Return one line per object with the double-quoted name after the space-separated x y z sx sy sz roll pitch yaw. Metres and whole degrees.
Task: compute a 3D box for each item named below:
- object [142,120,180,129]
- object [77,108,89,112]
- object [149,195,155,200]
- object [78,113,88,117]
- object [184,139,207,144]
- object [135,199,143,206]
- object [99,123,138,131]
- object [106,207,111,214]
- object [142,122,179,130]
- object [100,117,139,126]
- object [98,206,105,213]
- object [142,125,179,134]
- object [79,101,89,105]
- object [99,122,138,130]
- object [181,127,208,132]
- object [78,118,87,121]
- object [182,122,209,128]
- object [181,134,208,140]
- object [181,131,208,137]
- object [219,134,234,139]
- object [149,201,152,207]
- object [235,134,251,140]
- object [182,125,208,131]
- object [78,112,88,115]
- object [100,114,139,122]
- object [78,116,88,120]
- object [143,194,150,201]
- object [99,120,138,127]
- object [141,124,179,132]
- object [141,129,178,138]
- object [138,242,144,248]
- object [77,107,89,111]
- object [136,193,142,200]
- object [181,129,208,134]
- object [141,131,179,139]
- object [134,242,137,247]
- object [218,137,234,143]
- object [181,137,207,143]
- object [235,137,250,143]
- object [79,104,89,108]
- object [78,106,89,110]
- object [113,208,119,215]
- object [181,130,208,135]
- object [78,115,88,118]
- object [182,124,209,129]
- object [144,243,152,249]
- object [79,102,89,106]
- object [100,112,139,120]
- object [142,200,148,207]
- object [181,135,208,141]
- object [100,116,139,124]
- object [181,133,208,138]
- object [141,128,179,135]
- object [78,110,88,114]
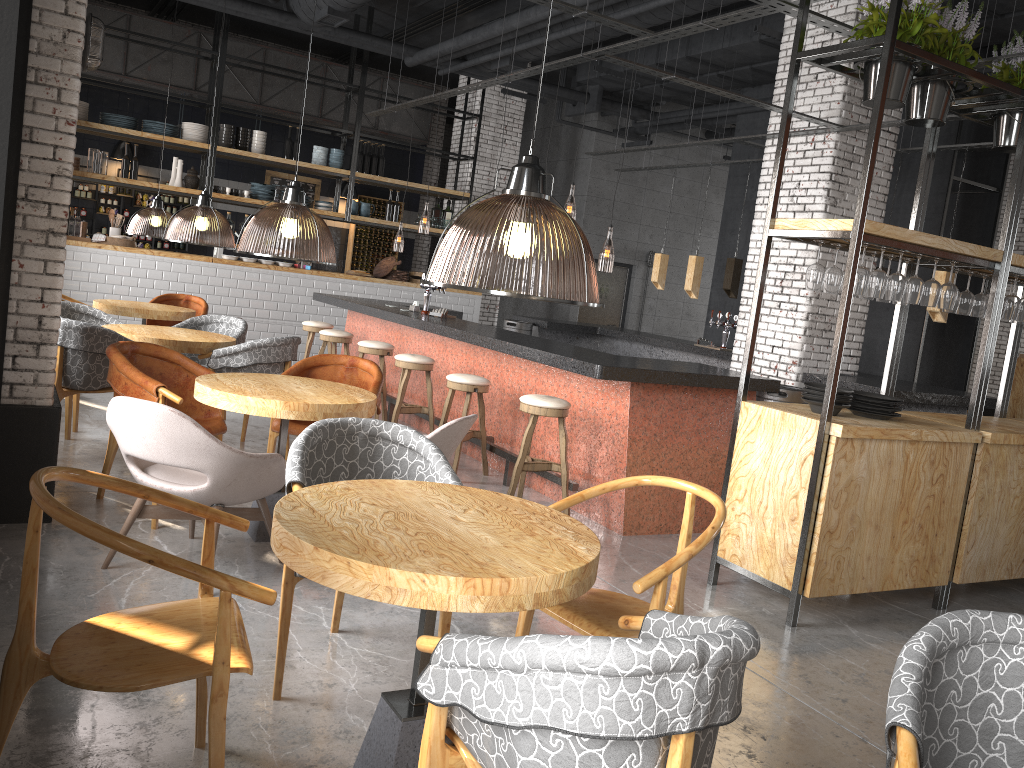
-4.513 -3.326 11.393 0.454 0.039 0.455 6 7 -11 "object"
-5.385 -3.360 10.886 0.334 0.043 0.335 9 7 9 "object"
-5.767 -2.984 14.218 0.092 0.108 0.105 6 6 -19 "object"
-5.393 -3.306 10.892 0.335 0.044 0.335 11 7 26 "object"
-4.170 -3.165 11.619 0.335 0.033 0.335 9 7 8 "object"
-5.946 -2.895 14.130 0.107 0.108 0.089 10 6 20 "object"
-4.953 -3.215 11.160 0.454 0.033 0.455 5 7 -22 "object"
-6.331 -2.732 13.936 0.107 0.108 0.089 10 6 20 "object"
-4.516 -3.304 11.394 0.454 0.050 0.454 12 8 35 "object"
-4.944 -3.285 11.153 0.455 0.038 0.454 12 8 36 "object"
-6.421 -2.740 13.882 0.092 0.112 0.100 2 8 -44 "object"
-4.523 -3.257 11.400 0.454 0.038 0.455 4 7 -29 "object"
-5.371 -3.455 10.877 0.334 0.039 0.335 2 8 -39 "object"
-4.950 -3.239 11.157 0.453 0.043 0.455 4 7 -28 "object"
-4.150 -3.316 11.605 0.335 0.041 0.335 11 7 29 "object"
-5.400 -3.247 10.897 0.335 0.033 0.335 9 7 8 "object"
-4.142 -3.373 11.600 0.335 0.039 0.335 12 8 33 "object"
-4.162 -3.223 11.613 0.335 0.040 0.335 10 7 23 "object"
-4.157 -3.262 11.609 0.335 0.040 0.335 9 7 14 "object"
-3.810 -3.264 11.816 0.196 0.102 0.197 7 6 -2 "object"
-5.780 -2.884 14.228 0.092 0.108 0.105 6 6 -19 "object"
-3.620 -3.295 11.917 0.196 0.102 0.197 5 7 -20 "object"
-4.148 -3.335 11.604 0.335 0.044 0.335 11 8 30 "object"
-5.389 -3.325 10.888 0.335 0.042 0.335 10 7 19 "object"
-4.938 -3.332 11.148 0.453 0.047 0.455 3 8 -33 "object"
-5.398 -3.268 10.895 0.334 0.042 0.335 9 7 8 "object"
-5.845 -2.989 14.172 0.107 0.108 0.089 10 6 20 "object"
-4.947 -3.262 11.154 0.453 0.044 0.455 3 8 -35 "object"
-4.520 -3.280 11.398 0.454 0.037 0.454 9 7 14 "object"
-4.529 -3.211 11.405 0.455 0.045 0.454 12 8 34 "object"
-5.960 -2.228 14.238 0.092 0.108 0.105 6 6 -19 "object"
-5.381 -3.378 10.884 0.334 0.038 0.335 7 7 -10 "object"
-5.935 -2.997 14.117 0.092 0.112 0.100 2 8 -44 "object"
-4.153 -3.296 11.606 0.335 0.042 0.334 14 9 43 "object"
-4.533 -3.187 11.406 0.454 0.033 0.455 5 7 -22 "object"
-6.041 -2.235 14.188 0.092 0.112 0.100 2 8 -44 "object"
-3.817 -3.220 11.820 0.197 0.104 0.196 10 7 23 "object"
-4.168 -3.186 11.618 0.335 0.045 0.334 13 8 40 "object"
-3.623 -3.251 11.920 0.196 0.106 0.196 11 7 31 "object"
-5.377 -3.417 10.880 0.334 0.040 0.335 2 9 -40 "object"
-5.379 -3.397 10.882 0.335 0.034 0.335 12 8 35 "object"
-6.253 -2.727 13.983 0.092 0.108 0.105 6 6 -19 "object"
-4.155 -3.277 11.608 0.334 0.039 0.335 5 7 -23 "object"
-5.395 -3.286 10.893 0.334 0.039 0.335 2 9 -43 "object"
-4.145 -3.354 11.601 0.335 0.039 0.335 12 8 34 "object"
-5.867 -2.222 14.292 0.107 0.108 0.089 10 6 20 "object"
-5.375 -3.436 10.879 0.334 0.041 0.335 3 8 -34 "object"
-4.934 -3.355 11.145 0.454 0.050 0.455 6 7 -17 "object"
-5.861 -2.892 14.179 0.092 0.112 0.100 2 8 -44 "object"
-4.164 -3.204 11.615 0.335 0.037 0.335 11 7 26 "object"
-4.940 -3.308 11.150 0.454 0.043 0.455 5 7 -25 "object"
-4.160 -3.243 11.612 0.335 0.039 0.335 11 7 26 "object"
-4.527 -3.234 11.401 0.454 0.042 0.454 10 7 20 "object"
-5.387 -3.344 10.887 0.334 0.038 0.335 7 7 -5 "object"
